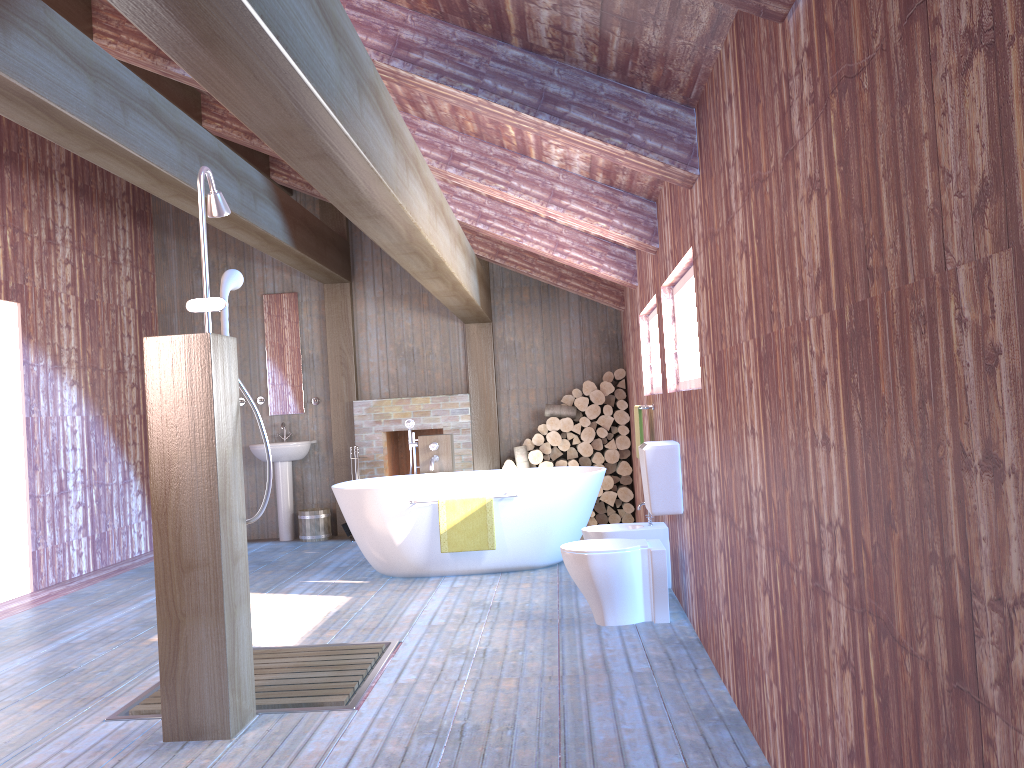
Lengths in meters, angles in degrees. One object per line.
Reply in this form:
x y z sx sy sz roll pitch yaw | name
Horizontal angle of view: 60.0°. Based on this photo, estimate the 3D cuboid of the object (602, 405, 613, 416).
0.893 0.245 8.332 0.089 0.106 0.437 -4 -2 4 | object

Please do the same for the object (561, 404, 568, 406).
0.489 0.254 8.450 0.113 0.130 0.291 -4 -2 4 | object

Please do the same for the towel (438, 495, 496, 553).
-0.299 0.934 5.909 0.370 0.361 0.032 -3 -2 -1 | towel

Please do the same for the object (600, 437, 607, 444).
0.856 0.528 8.316 0.065 0.069 0.177 -4 -2 2 | object

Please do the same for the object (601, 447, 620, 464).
0.922 0.669 8.329 0.137 0.133 0.437 -4 -2 1 | object

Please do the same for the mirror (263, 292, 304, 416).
-2.255 -0.298 8.755 0.350 1.199 0.009 -4 -2 3 | mirror

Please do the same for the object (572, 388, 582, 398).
0.613 0.087 8.342 0.094 0.097 0.227 -4 -2 4 | object

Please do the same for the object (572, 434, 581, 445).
0.607 0.515 8.345 0.085 0.096 0.280 -4 -2 4 | object

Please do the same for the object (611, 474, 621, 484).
0.977 0.897 8.362 0.088 0.092 0.280 -4 -2 2 | object

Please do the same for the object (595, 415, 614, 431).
0.870 0.364 8.361 0.172 0.151 0.482 -4 -2 4 | object

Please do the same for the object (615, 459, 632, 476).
1.033 0.778 8.334 0.139 0.137 0.455 -4 -2 1 | object

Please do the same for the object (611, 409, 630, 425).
1.017 0.307 8.330 0.147 0.152 0.439 -4 -2 3 | object

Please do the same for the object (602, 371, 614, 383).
0.904 -0.053 8.376 0.104 0.121 0.270 -4 -2 4 | object

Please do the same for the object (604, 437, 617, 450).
0.915 0.552 8.325 0.115 0.112 0.423 -4 -2 3 | object

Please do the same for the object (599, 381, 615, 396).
0.890 0.046 8.360 0.133 0.142 0.456 -4 -2 4 | object

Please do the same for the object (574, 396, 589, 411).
0.653 0.184 8.366 0.139 0.148 0.458 -4 -2 3 | object

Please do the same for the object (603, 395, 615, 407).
0.916 0.162 8.436 0.132 0.119 0.319 -4 -2 4 | object

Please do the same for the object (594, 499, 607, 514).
0.824 1.149 8.414 0.125 0.132 0.320 -4 -2 2 | object

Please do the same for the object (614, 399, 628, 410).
1.023 0.193 8.328 0.102 0.109 0.438 -4 -2 3 | object

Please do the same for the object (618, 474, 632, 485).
1.058 0.884 8.364 0.114 0.113 0.301 -4 -2 1 | object

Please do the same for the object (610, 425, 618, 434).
0.973 0.430 8.370 0.088 0.092 0.280 -4 -2 4 | object

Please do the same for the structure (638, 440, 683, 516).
0.773 0.485 4.633 0.182 0.363 0.358 -4 -2 4 | structure

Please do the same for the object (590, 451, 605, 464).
0.796 0.686 8.303 0.114 0.113 0.301 -4 -2 1 | object

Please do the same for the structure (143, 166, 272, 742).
-1.161 0.208 3.460 0.328 2.209 0.522 -4 -2 24 | structure

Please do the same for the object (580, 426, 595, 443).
0.711 0.476 8.337 0.136 0.157 0.439 -4 -2 4 | object

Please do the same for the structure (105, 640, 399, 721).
-1.085 1.334 3.972 1.000 0.067 1.000 -4 -2 3 | structure

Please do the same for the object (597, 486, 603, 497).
0.777 0.972 8.328 0.135 0.145 0.439 -4 -2 3 | object

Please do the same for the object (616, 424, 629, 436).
1.033 0.424 8.322 0.102 0.109 0.438 -4 -2 3 | object

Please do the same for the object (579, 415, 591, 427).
0.681 0.349 8.338 0.102 0.109 0.438 -4 -2 3 | object

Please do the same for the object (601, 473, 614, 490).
0.875 0.905 8.325 0.138 0.147 0.440 -4 -2 3 | object

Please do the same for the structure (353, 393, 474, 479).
-0.926 0.788 8.589 1.130 1.330 0.226 -4 -2 3 | structure

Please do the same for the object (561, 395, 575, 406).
0.537 0.165 8.451 0.140 0.121 0.319 -4 -2 4 | object

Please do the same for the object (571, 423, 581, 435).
0.596 0.425 8.341 0.109 0.124 0.424 -4 -2 2 | object

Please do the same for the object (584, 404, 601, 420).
0.755 0.266 8.341 0.143 0.151 0.440 -4 -2 3 | object

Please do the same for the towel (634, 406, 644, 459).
0.858 0.326 5.983 0.032 0.361 0.370 -4 -2 3 | towel

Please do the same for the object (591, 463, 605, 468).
0.804 0.793 8.295 0.116 0.117 0.289 -4 -2 1 | object

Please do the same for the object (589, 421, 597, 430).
0.758 0.392 8.315 0.095 0.090 0.278 -4 -2 4 | object

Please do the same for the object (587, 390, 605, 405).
0.787 0.128 8.343 0.141 0.143 0.437 -4 -2 1 | object

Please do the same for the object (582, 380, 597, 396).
0.730 0.040 8.366 0.135 0.139 0.456 -4 -2 4 | object

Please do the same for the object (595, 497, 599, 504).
0.779 1.076 8.305 0.071 0.074 0.190 -4 -2 3 | object

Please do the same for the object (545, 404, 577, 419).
0.453 0.255 8.254 0.302 0.157 0.121 -4 -2 4 | object

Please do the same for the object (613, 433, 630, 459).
1.032 0.591 8.328 0.137 0.256 0.439 -4 -2 3 | object

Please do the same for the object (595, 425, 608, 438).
0.838 0.447 8.330 0.102 0.109 0.438 -4 -2 3 | object

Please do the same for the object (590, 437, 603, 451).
0.788 0.559 8.317 0.111 0.118 0.302 -4 -2 2 | object

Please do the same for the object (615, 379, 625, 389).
1.019 0.002 8.386 0.081 0.100 0.281 -4 -2 3 | object

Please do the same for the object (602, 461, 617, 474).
0.923 0.789 8.419 0.118 0.106 0.319 -4 -2 1 | object

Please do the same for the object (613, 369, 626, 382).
1.010 -0.083 8.373 0.112 0.113 0.271 -4 -2 3 | object

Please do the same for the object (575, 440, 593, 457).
0.676 0.603 8.336 0.141 0.143 0.437 -4 -2 1 | object
